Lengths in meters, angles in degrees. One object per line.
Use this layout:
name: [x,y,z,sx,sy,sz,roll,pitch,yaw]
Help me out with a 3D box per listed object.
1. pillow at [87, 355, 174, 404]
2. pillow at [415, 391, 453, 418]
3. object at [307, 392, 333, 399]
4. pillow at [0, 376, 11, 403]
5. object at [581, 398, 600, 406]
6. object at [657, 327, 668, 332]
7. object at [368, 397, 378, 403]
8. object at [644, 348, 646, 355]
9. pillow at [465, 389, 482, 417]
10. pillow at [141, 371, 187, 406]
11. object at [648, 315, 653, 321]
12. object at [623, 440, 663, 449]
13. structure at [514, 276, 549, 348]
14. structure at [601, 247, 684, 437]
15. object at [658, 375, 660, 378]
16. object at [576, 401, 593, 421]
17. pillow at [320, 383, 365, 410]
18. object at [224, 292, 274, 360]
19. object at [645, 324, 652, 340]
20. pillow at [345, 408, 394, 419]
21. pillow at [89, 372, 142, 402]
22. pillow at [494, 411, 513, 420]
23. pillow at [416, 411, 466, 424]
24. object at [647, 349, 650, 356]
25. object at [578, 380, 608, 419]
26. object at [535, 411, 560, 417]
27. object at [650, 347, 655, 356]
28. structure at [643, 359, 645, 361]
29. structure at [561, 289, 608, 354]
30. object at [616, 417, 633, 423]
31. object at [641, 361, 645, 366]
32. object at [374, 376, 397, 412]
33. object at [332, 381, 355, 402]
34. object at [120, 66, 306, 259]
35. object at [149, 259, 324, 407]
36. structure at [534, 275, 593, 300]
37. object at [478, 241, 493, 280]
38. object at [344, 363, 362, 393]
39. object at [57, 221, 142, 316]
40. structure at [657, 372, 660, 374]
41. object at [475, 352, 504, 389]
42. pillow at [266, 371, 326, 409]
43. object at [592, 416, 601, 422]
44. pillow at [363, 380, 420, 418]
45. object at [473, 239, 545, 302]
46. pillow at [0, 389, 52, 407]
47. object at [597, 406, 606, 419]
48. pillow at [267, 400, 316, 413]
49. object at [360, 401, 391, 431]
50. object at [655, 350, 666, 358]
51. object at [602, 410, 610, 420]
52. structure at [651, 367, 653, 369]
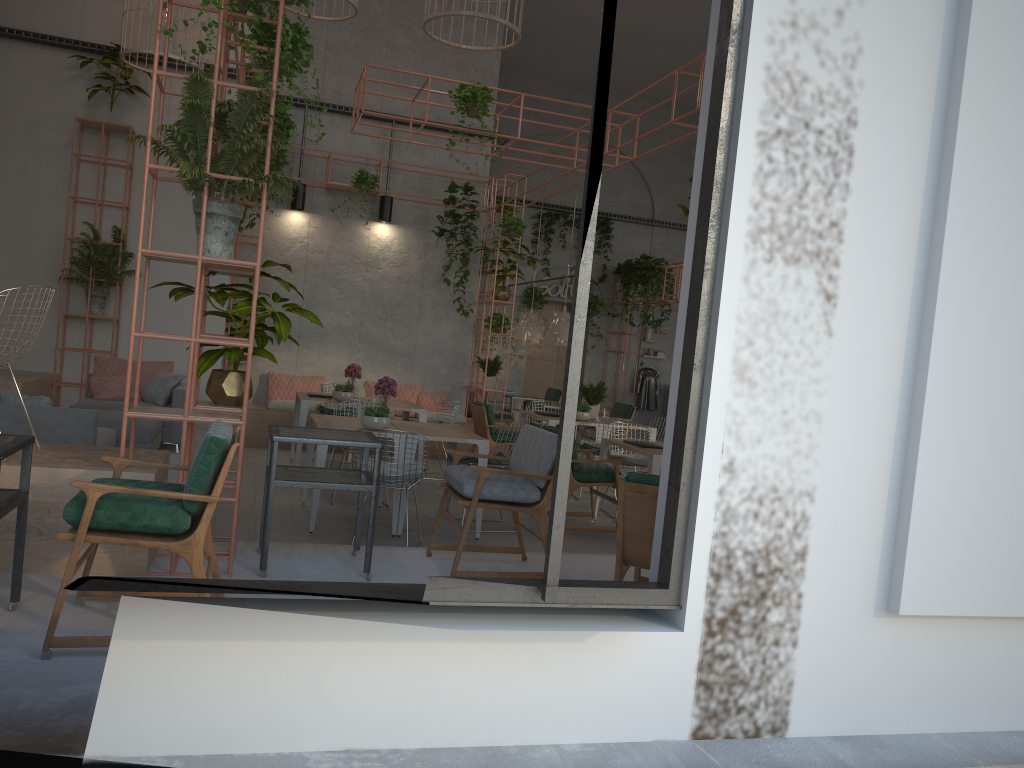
pillow: [-4.203,-0.049,9.800,0.836,0.476,0.273,5,2,-16]
pillow: [-1.169,0.311,12.950,0.666,0.385,0.289,5,2,-21]
object: [-2.227,0.129,10.277,0.268,0.031,0.427,5,2,-16]
pillow: [-3.907,0.126,6.748,0.289,0.385,0.666,5,2,-16]
object: [1.006,0.286,11.380,0.241,0.313,0.241,7,2,29]
object: [3.320,-1.213,19.574,0.263,0.101,0.013,5,2,-16]
object: [-1.580,0.182,10.094,0.115,0.078,0.115,5,2,-11]
object: [2.937,-0.711,19.505,0.055,0.164,0.092,6,2,2]
pillow: [-0.638,0.289,13.741,0.276,0.474,0.839,5,2,-26]
pillow: [-3.800,0.047,9.587,0.495,0.349,0.308,7,3,33]
object: [3.034,-1.443,19.460,0.133,0.145,0.133,7,3,35]
object: [1.259,0.582,8.415,0.268,0.031,0.427,5,2,-16]
structure: [0.340,-1.547,18.833,0.921,1.527,0.950,7,2,17]
structure: [5.737,-0.123,12.909,4.157,4.247,14.689,5,2,-16]
object: [3.262,-0.160,19.682,0.070,0.146,0.033,4,3,-45]
object: [0.829,0.321,10.640,0.248,0.247,0.254,5,2,-16]
pillow: [-2.393,0.199,12.587,0.666,0.385,0.289,5,2,-21]
object: [-3.513,-0.778,11.676,0.903,0.919,0.934,4,3,-45]
object: [3.007,-1.141,19.480,0.136,0.336,0.145,6,2,-2]
pillow: [-1.979,0.392,12.301,0.637,0.149,0.491,5,2,-15]
pillow: [-4.248,0.023,9.512,0.479,0.317,0.441,4,3,-35]
pillow: [-0.282,0.503,13.971,0.491,0.149,0.637,5,2,-15]
pillow: [-1.007,0.480,12.590,0.637,0.149,0.491,5,2,-15]
object: [3.004,-0.697,19.504,0.063,0.151,0.063,5,2,-30]
object: [1.000,0.180,11.050,0.438,0.527,0.368,5,2,-16]
object: [0.469,0.375,11.076,0.268,0.031,0.427,5,2,-16]
object: [3.086,-0.717,19.535,0.081,0.204,0.081,5,2,-16]
structure: [2.925,-0.520,19.568,0.066,0.044,0.019,5,2,-16]
structure: [1.587,-1.414,19.249,0.950,1.527,0.921,5,2,-18]
object: [1.428,0.458,11.255,0.218,0.041,0.218,6,2,-8]
object: [2.892,-0.448,19.548,0.093,0.121,0.049,5,2,-14]
object: [-1.137,0.137,7.941,0.213,0.414,0.225,5,2,-24]
object: [-1.867,0.074,9.840,0.248,0.247,0.254,5,2,-16]
object: [-1.592,-1.240,4.906,0.894,1.101,0.900,8,3,38]
object: [-1.635,-0.321,5.381,0.934,0.923,0.903,8,3,40]
structure: [1.097,-2.089,18.960,1.312,0.505,0.063,5,2,-16]
object: [-0.793,-2.404,18.038,0.900,1.101,0.894,8,3,43]
object: [-1.900,-0.041,10.568,0.213,0.414,0.225,5,2,-24]
object: [-4.960,-1.374,10.653,0.894,1.097,0.900,6,2,13]
structure: [3.249,-0.247,19.686,0.066,0.044,0.019,5,2,-16]
object: [-0.324,-0.194,12.699,0.438,0.527,0.368,5,2,-16]
pillow: [-3.008,0.094,12.423,0.839,0.474,0.276,5,2,-26]
object: [1.031,0.421,10.869,0.115,0.078,0.115,5,2,-11]
pillow: [-1.773,0.208,12.745,0.839,0.474,0.276,6,2,4]
object: [-0.053,-1.638,12.594,0.934,0.947,0.903,7,3,35]
pillow: [-3.560,0.217,6.609,0.499,0.324,0.307,7,2,19]
object: [1.105,0.363,11.497,0.165,0.154,0.210,5,2,-27]
pillow: [-2.980,0.300,12.004,0.637,0.149,0.491,5,2,-15]
object: [-1.106,0.251,7.220,0.247,0.247,0.252,5,2,-17]
object: [3.288,-0.665,19.598,0.219,0.149,0.129,5,2,-16]
object: [1.196,0.393,11.303,0.095,0.119,0.095,6,2,8]
structure: [3.081,-0.354,19.627,0.066,0.044,0.019,5,2,-16]
